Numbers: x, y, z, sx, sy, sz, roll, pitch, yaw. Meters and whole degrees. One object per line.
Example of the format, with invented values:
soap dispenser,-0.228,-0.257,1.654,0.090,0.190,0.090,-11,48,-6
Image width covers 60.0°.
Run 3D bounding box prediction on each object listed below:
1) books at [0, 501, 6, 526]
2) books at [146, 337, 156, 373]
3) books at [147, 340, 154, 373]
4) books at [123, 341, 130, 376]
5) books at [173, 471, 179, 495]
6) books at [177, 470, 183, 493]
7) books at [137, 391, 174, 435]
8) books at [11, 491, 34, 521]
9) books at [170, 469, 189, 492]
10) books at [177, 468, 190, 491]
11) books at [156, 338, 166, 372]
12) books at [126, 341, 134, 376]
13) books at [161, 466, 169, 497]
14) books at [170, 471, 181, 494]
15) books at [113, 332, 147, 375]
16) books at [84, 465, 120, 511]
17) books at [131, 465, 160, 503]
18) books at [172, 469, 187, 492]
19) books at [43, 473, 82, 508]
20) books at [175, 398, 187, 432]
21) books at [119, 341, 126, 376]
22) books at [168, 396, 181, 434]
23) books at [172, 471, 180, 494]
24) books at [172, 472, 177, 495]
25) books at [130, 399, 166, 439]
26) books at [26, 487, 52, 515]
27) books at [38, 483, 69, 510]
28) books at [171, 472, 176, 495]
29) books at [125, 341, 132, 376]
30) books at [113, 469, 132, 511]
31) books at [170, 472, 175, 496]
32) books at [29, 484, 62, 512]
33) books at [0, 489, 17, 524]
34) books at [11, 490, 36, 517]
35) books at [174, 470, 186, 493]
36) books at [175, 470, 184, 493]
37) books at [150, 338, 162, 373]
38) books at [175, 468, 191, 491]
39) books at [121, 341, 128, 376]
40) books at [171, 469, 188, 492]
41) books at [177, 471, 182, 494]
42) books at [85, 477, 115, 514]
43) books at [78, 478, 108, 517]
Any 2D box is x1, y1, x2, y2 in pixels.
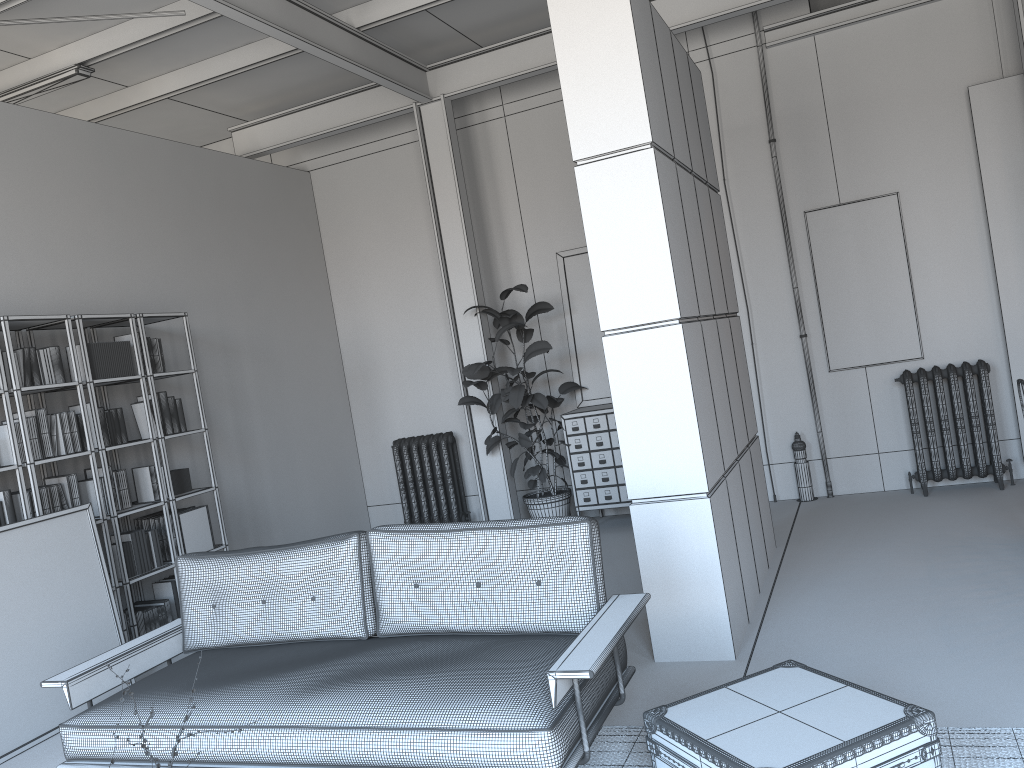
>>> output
books,-2.923,0.787,4.961,0.194,0.241,0.030,-9,2,9
books,-2.552,-0.182,6.107,0.189,0.258,0.027,-9,2,22
books,-2.562,-0.171,6.078,0.194,0.241,0.030,-9,2,19
books,-2.604,-0.154,5.835,0.182,0.240,0.016,-9,2,22
books,-2.400,0.703,6.204,0.134,0.177,0.012,-9,2,22
books,-2.383,0.699,6.246,0.134,0.177,0.012,-9,2,22
books,-2.456,0.215,6.120,0.224,0.304,0.071,-9,2,22
books,-2.875,0.763,5.151,0.193,0.265,0.062,-9,2,22
books,-2.361,0.694,6.300,0.134,0.177,0.012,-9,2,22
books,-2.357,0.693,6.311,0.134,0.177,0.012,-9,2,22
books,-2.507,-0.186,6.184,0.168,0.243,0.029,-9,2,17
books,-2.592,-0.156,5.864,0.182,0.240,0.016,-9,2,22
books,-2.462,0.688,6.152,0.176,0.232,0.015,-9,2,22
books,-2.391,0.701,6.225,0.134,0.177,0.012,-9,2,22
books,-2.587,-0.191,6.031,0.243,0.299,0.048,-9,2,22
books,-2.670,0.691,5.761,0.222,0.303,0.038,-9,2,22
books,-2.510,0.687,6.065,0.170,0.245,0.043,-9,2,22
books,-2.370,0.696,6.278,0.134,0.177,0.012,-9,2,22
books,-2.770,0.716,5.472,0.222,0.303,0.071,-9,2,22
books,-2.403,0.233,6.287,0.180,0.244,0.057,-9,2,22
books,-2.615,-0.151,5.806,0.182,0.240,0.016,-9,2,22
books,-2.438,0.230,6.211,0.195,0.266,0.091,-9,2,22
books,-2.395,0.702,6.214,0.134,0.177,0.012,-9,2,22
books,-2.404,0.704,6.193,0.134,0.177,0.012,-9,2,22
books,-2.479,0.243,6.051,0.195,0.268,0.084,-9,2,23
books,-2.837,0.753,5.275,0.193,0.265,0.062,-9,2,22
books,-2.795,0.744,5.405,0.193,0.267,0.084,-9,2,21
books,-2.408,0.706,6.182,0.134,0.177,0.012,-9,2,22
books,-2.598,-0.155,5.850,0.182,0.240,0.016,-9,2,22
books,-2.612,0.701,5.807,0.193,0.265,0.091,-9,2,22
books,-2.412,0.707,6.171,0.134,0.177,0.012,-9,2,22
books,-2.802,0.746,5.330,0.193,0.265,0.062,-9,2,22
books,-2.914,0.758,5.009,0.243,0.299,0.048,-9,2,12
books,-2.857,0.758,5.213,0.193,0.265,0.062,-9,2,22
books,-2.374,0.697,6.268,0.134,0.177,0.012,-9,2,22
books,-2.378,0.698,6.257,0.134,0.177,0.012,-9,2,22
books,-2.531,-0.182,6.142,0.180,0.248,0.054,-9,2,22
books,-2.353,0.692,6.321,0.134,0.177,0.012,-9,2,22
books,-2.609,-0.152,5.821,0.182,0.240,0.016,-9,2,22
books,-2.365,0.695,6.289,0.134,0.177,0.012,-9,2,22
books,-2.387,0.700,6.236,0.134,0.177,0.012,-9,2,22
books,-2.646,0.721,5.694,0.178,0.244,0.057,-9,2,22
books,-2.678,0.728,5.643,0.178,0.244,0.057,-9,2,22
